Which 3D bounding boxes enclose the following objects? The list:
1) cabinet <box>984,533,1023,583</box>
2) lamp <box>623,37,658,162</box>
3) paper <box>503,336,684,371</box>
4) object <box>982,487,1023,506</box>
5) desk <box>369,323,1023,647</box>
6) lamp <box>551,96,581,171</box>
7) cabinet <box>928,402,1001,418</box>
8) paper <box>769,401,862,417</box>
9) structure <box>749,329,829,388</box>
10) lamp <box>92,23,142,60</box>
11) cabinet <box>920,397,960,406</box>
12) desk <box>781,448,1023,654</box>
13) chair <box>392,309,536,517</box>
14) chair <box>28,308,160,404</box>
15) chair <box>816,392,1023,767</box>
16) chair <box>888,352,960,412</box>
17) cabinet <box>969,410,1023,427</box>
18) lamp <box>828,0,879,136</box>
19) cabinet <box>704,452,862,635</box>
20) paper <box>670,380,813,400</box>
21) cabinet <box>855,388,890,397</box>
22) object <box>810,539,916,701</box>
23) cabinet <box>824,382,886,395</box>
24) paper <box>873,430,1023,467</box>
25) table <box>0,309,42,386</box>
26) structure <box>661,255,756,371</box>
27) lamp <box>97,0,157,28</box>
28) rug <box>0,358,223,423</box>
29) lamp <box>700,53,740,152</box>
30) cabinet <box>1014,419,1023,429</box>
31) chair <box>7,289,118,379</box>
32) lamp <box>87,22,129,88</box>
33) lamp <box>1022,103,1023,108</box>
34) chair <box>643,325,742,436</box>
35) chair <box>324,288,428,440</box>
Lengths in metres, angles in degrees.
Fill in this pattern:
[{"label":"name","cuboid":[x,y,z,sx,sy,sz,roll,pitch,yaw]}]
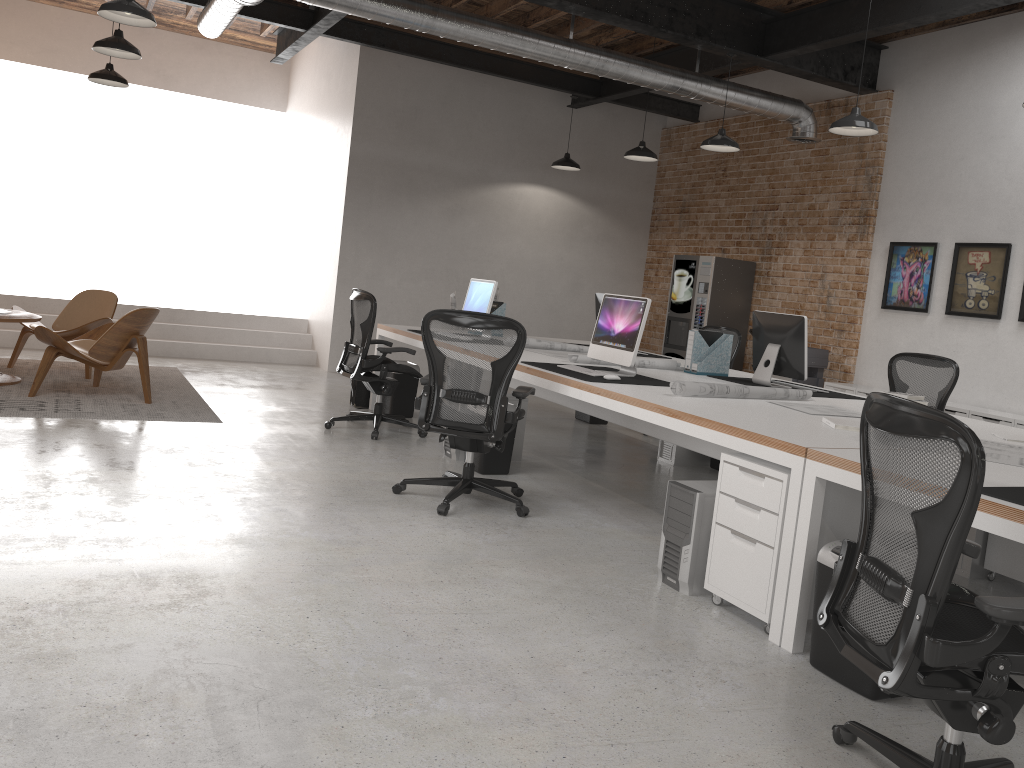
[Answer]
[{"label":"cabinet","cuboid":[2.778,0.740,4.536,0.459,0.646,0.389,4,5,-27]},{"label":"lamp","cuboid":[1.422,-3.029,9.224,0.363,1.358,0.361,10,5,40]},{"label":"paper","cuboid":[0.586,-0.230,6.587,0.974,0.105,1.081,3,7,-30]},{"label":"object","cuboid":[1.930,0.412,2.594,0.686,0.008,0.853,3,7,-27]},{"label":"desk","cuboid":[0.937,0.287,6.140,2.308,0.767,5.139,3,7,-27]},{"label":"lamp","cuboid":[0.695,-3.015,10.622,0.363,0.853,0.361,10,5,40]},{"label":"cabinet","cuboid":[3.828,0.516,7.558,0.459,0.646,0.389,4,5,-27]},{"label":"paper","cuboid":[1.660,0.136,4.724,0.484,0.001,0.431,4,7,-19]},{"label":"structure","cuboid":[2.851,-0.006,9.363,0.502,1.054,1.063,4,5,-27]},{"label":"lamp","cuboid":[-3.031,-3.275,6.928,0.363,1.358,0.361,10,5,40]},{"label":"cabinet","cuboid":[3.656,0.457,7.907,0.459,0.646,0.389,4,5,-27]},{"label":"desk","cuboid":[3.234,1.064,1.598,2.308,0.767,5.139,3,7,-27]},{"label":"chair","cuboid":[-0.241,0.123,5.008,0.770,1.082,0.795,6,5,-4]},{"label":"chair","cuboid":[-3.311,-0.277,6.940,0.871,0.750,0.856,11,7,39]},{"label":"chair","cuboid":[1.154,0.591,2.284,0.791,1.082,0.774,5,5,-19]},{"label":"chair","cuboid":[2.808,0.309,6.424,0.791,1.082,0.774,2,6,-44]},{"label":"cabinet","cuboid":[4.006,0.576,7.213,0.459,0.646,0.389,4,5,-27]},{"label":"lamp","cuboid":[2.685,-2.602,6.728,0.361,1.358,0.363,6,4,-10]},{"label":"cabinet","cuboid":[1.137,0.650,3.691,0.459,0.646,0.389,4,5,-27]},{"label":"paper","cuboid":[1.314,0.041,4.920,1.132,0.082,0.083,2,6,-33]},{"label":"cabinet","cuboid":[3.480,0.398,8.252,0.459,0.646,0.389,4,5,-27]},{"label":"object","cuboid":[1.254,0.819,3.123,0.250,0.464,0.340,4,5,-27]},{"label":"cabinet","cuboid":[3.305,0.339,8.599,0.459,0.646,0.389,4,5,-27]},{"label":"paper","cuboid":[2.159,0.266,3.799,1.078,0.105,0.976,10,7,27]},{"label":"table","cuboid":[-4.247,-0.306,7.087,0.825,0.568,0.830,2,7,-39]},{"label":"structure","cuboid":[2.247,-0.570,10.385,0.637,1.804,0.754,4,4,-27]},{"label":"lamp","cuboid":[-2.493,-2.833,5.823,0.363,0.853,0.361,10,5,40]},{"label":"rug","cuboid":[-4.004,-0.008,7.212,2.725,0.004,3.013,3,7,-27]},{"label":"lamp","cuboid":[1.961,-2.587,8.120,0.363,0.853,0.361,10,5,40]},{"label":"cabinet","cuboid":[4.181,0.635,6.866,0.459,0.646,0.389,4,5,-27]},{"label":"chair","cuboid":[-3.976,-0.478,8.037,0.860,0.750,0.867,11,7,39]},{"label":"lamp","cuboid":[-3.758,-3.261,8.325,0.363,0.853,0.361,10,5,40]},{"label":"lamp","cuboid":[3.357,-2.115,5.358,0.361,0.853,0.363,6,4,-10]},{"label":"chair","cuboid":[1.696,-0.005,8.073,0.791,1.082,0.774,2,6,-44]},{"label":"chair","cuboid":[-1.024,-0.181,6.901,0.791,1.082,0.774,2,6,-44]}]
